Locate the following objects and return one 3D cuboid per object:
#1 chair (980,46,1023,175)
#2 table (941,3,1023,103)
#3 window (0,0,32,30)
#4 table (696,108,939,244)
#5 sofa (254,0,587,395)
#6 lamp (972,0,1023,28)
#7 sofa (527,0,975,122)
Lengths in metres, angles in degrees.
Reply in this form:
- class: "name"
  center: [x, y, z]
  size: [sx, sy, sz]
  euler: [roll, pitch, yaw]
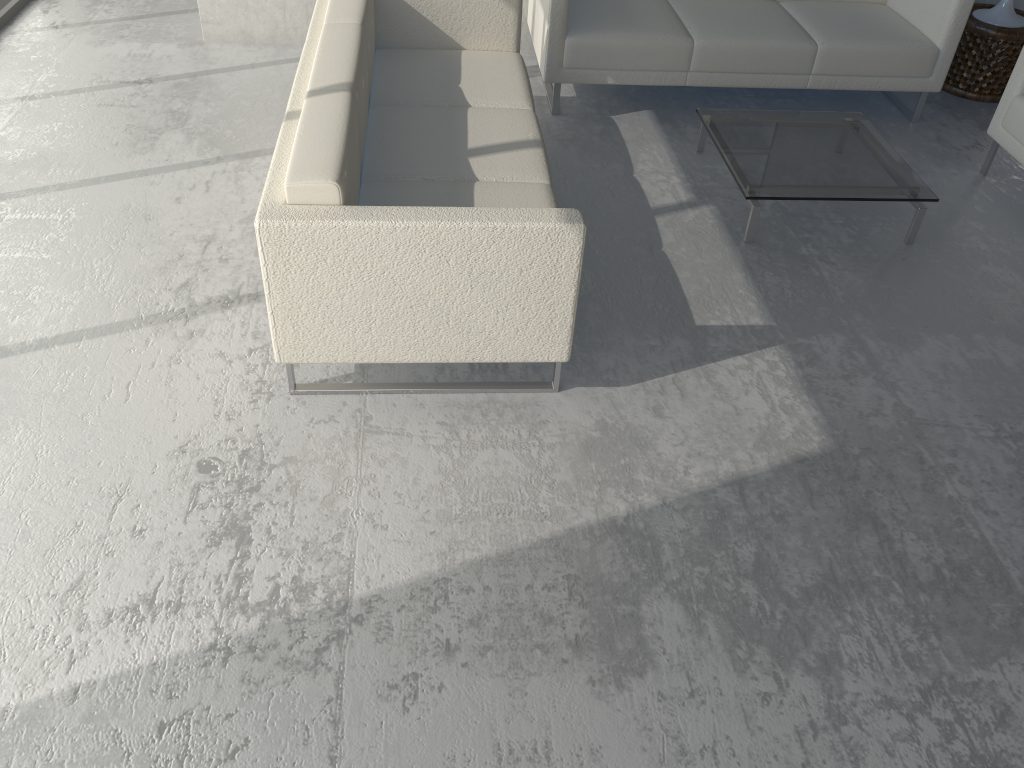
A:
- class: "chair"
  center: [2.466, -0.975, 3.460]
  size: [0.821, 0.662, 0.748]
  euler: [0, 40, -5]
- class: "table"
  center: [2.442, -1.702, 4.558]
  size: [0.452, 0.358, 0.452]
  euler: [-18, 45, -24]
- class: "window"
  center: [-2.471, -2.091, 2.950]
  size: [0.037, 2.477, 4.080]
  euler: [0, 40, -5]
- class: "table"
  center: [1.170, -0.851, 3.569]
  size: [0.730, 0.190, 0.773]
  euler: [0, 40, -5]
- class: "sofa"
  center: [-0.291, -0.799, 3.019]
  size: [0.821, 0.658, 1.881]
  euler: [0, 40, -5]
- class: "lamp"
  center: [2.465, -2.054, 4.261]
  size: [0.347, 0.582, 0.347]
  euler: [-23, 47, -28]
- class: "sofa"
  center: [1.055, -1.745, 4.252]
  size: [1.881, 0.658, 0.821]
  euler: [0, 40, -5]
